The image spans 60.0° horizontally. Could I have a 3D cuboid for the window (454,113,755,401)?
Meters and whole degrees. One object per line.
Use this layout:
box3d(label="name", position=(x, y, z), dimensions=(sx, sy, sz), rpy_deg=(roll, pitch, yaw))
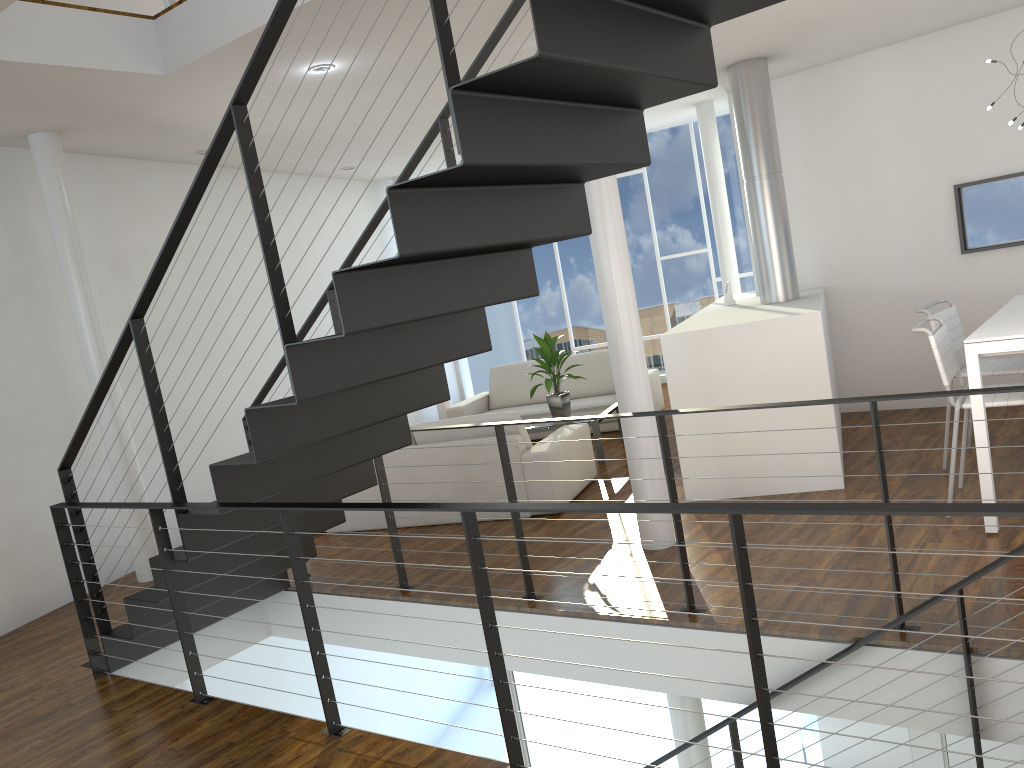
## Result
box3d(label="window", position=(0.565, -2.676, 8.669), dimensions=(3.419, 5.653, 0.090), rpy_deg=(-8, 8, 21))

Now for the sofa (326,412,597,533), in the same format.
box3d(label="sofa", position=(-0.402, 0.444, 5.234), dimensions=(1.612, 0.567, 0.799), rpy_deg=(-8, 7, 22))

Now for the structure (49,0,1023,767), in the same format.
box3d(label="structure", position=(0.138, 0.435, 2.670), dimensions=(4.366, 6.318, 1.089), rpy_deg=(-5, 9, 37))

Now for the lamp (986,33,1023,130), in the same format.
box3d(label="lamp", position=(2.163, -1.411, 3.393), dimensions=(0.588, 0.728, 0.618), rpy_deg=(-15, 8, -31))

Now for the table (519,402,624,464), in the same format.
box3d(label="table", position=(-0.048, 0.416, 6.240), dimensions=(1.610, 0.285, 0.658), rpy_deg=(-8, 7, 22))

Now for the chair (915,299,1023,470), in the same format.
box3d(label="chair", position=(2.265, -0.025, 4.136), dimensions=(0.555, 0.767, 0.426), rpy_deg=(-4, 10, 43))

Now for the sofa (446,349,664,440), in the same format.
box3d(label="sofa", position=(0.336, 0.092, 7.199), dimensions=(1.612, 0.567, 0.799), rpy_deg=(-8, 7, 22))

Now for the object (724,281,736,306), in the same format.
box3d(label="object", position=(1.380, -0.579, 5.654), dimensions=(0.061, 0.152, 0.100), rpy_deg=(-9, 7, 8))

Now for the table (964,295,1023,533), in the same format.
box3d(label="table", position=(2.365, 0.034, 3.560), dimensions=(0.701, 0.722, 1.394), rpy_deg=(-5, 8, 37))

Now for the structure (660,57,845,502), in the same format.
box3d(label="structure", position=(1.478, -0.755, 5.430), dimensions=(0.751, 2.213, 2.738), rpy_deg=(-8, 7, 21))

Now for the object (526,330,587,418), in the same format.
box3d(label="object", position=(0.293, -0.071, 5.967), dimensions=(0.432, 0.603, 0.456), rpy_deg=(-10, 7, 7))

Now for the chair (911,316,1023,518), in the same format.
box3d(label="chair", position=(1.958, 0.098, 3.528), dimensions=(0.556, 0.767, 0.426), rpy_deg=(-6, 9, 33))

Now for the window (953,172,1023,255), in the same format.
box3d(label="window", position=(3.479, -1.064, 4.683), dimensions=(2.026, 0.409, 0.164), rpy_deg=(-6, 9, 37))
